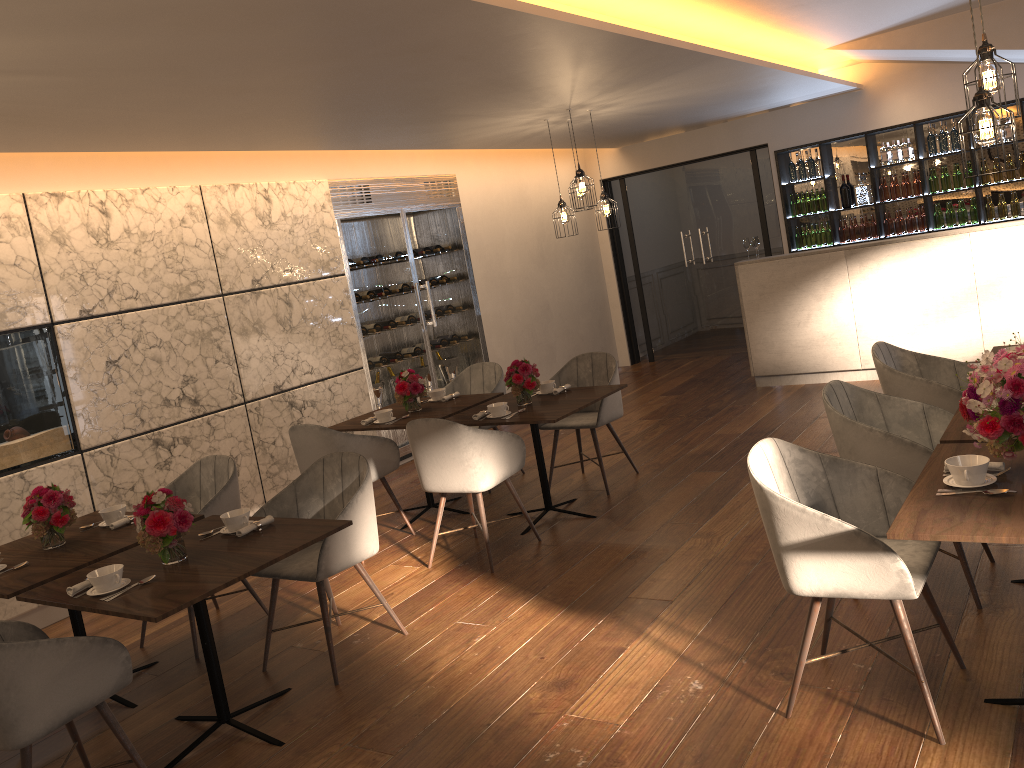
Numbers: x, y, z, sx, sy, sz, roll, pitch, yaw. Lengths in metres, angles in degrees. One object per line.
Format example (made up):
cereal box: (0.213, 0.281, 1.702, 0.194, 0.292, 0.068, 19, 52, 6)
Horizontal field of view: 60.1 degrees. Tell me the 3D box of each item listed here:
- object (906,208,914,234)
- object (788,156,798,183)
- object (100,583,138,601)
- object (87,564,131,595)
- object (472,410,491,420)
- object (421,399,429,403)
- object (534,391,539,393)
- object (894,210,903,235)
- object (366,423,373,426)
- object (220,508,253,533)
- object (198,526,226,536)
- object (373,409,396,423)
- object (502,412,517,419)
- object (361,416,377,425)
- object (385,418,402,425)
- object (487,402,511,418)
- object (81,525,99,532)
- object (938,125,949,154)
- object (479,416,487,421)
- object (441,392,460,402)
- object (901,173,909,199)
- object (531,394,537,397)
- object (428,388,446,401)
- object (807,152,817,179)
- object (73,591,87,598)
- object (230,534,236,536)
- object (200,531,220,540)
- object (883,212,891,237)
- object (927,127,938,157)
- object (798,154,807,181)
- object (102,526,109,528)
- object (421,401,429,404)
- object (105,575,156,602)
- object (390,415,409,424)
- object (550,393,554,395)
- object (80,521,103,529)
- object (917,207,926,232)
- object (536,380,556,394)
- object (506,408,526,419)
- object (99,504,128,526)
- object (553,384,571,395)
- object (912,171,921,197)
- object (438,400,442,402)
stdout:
object: (4.088, -1.681, 9.113, 0.065, 0.260, 0.066, -9, 6, 14)
object: (3.050, -2.348, 9.640, 0.075, 0.308, 0.075, -13, 6, -29)
object: (-1.374, 0.730, 3.170, 0.022, 0.004, 0.212, -4, 10, 35)
object: (-1.458, 0.707, 3.190, 0.148, 0.072, 0.149, -12, 8, -12)
object: (-0.172, 0.179, 5.296, 0.056, 0.039, 0.177, -5, 10, 35)
object: (-0.617, 0.118, 6.319, 0.042, 0.015, 0.199, -4, 11, 38)
object: (0.133, 0.063, 5.794, 0.042, 0.015, 0.199, -4, 11, 38)
object: (3.998, -1.674, 9.176, 0.065, 0.260, 0.066, -9, 6, 14)
object: (-0.887, 0.237, 5.809, 0.025, 0.024, 0.194, -5, 10, 35)
object: (-1.152, 0.575, 3.708, 0.148, 0.072, 0.149, -12, 8, -12)
object: (-1.250, 0.614, 3.759, 0.042, 0.015, 0.199, -5, 10, 31)
object: (-0.831, 0.211, 5.754, 0.148, 0.072, 0.149, -12, 8, -12)
object: (0.002, 0.179, 5.210, 0.022, 0.004, 0.212, -4, 10, 35)
object: (-0.922, 0.235, 5.820, 0.056, 0.039, 0.177, -5, 10, 35)
object: (-0.747, 0.235, 5.734, 0.022, 0.004, 0.212, -4, 10, 35)
object: (-0.082, 0.156, 5.230, 0.148, 0.072, 0.149, -12, 8, -12)
object: (-1.974, 0.675, 4.258, 0.022, 0.004, 0.212, -4, 10, 35)
object: (4.275, -2.438, 8.784, 0.076, 0.308, 0.075, -15, 7, -44)
object: (-0.137, 0.182, 5.285, 0.025, 0.024, 0.194, -5, 10, 35)
object: (-0.429, 0.089, 6.208, 0.056, 0.039, 0.177, -5, 10, 35)
object: (4.025, -2.035, 9.081, 0.065, 0.260, 0.066, -9, 6, 14)
object: (0.152, 0.068, 5.774, 0.022, 0.004, 0.212, -4, 10, 35)
object: (-0.525, 0.079, 6.272, 0.149, 0.072, 0.148, -15, 9, -32)
object: (3.221, -2.361, 9.521, 0.075, 0.308, 0.075, -11, 5, -8)
object: (-1.514, 0.733, 3.245, 0.025, 0.024, 0.194, -5, 10, 35)
object: (-1.088, 0.596, 3.657, 0.025, 0.024, 0.194, -5, 10, 35)
object: (-1.224, 0.619, 3.734, 0.022, 0.004, 0.212, -4, 10, 35)
object: (3.908, -1.668, 9.239, 0.065, 0.260, 0.066, -9, 6, 14)
object: (4.190, -2.432, 8.843, 0.075, 0.308, 0.075, -12, 6, -22)
object: (3.135, -2.354, 9.581, 0.075, 0.308, 0.075, -11, 5, -12)
object: (-1.838, 0.651, 4.181, 0.025, 0.024, 0.194, -5, 10, 35)
object: (-0.597, 0.123, 6.298, 0.022, 0.004, 0.212, -4, 10, 35)
object: (-1.350, 0.724, 3.144, 0.042, 0.015, 0.199, -5, 10, 31)
object: (-0.730, 0.229, 5.712, 0.042, 0.015, 0.199, -4, 11, 38)
object: (0.288, 0.045, 5.697, 0.025, 0.024, 0.194, -5, 10, 35)
object: (-2.000, 0.670, 4.283, 0.042, 0.015, 0.199, -5, 10, 31)
object: (4.178, -1.688, 9.050, 0.065, 0.260, 0.066, -9, 6, 14)
object: (0.224, 0.024, 5.748, 0.149, 0.072, 0.148, -15, 9, -32)
object: (0.026, 0.173, 5.184, 0.042, 0.015, 0.199, -5, 10, 31)
object: (-1.902, 0.630, 4.232, 0.148, 0.072, 0.149, -12, 8, -12)
object: (0.320, 0.034, 5.684, 0.056, 0.039, 0.177, -5, 10, 35)
object: (4.115, -2.041, 9.018, 0.065, 0.260, 0.066, -9, 6, 14)
object: (-0.462, 0.100, 6.221, 0.025, 0.024, 0.194, -5, 10, 35)
